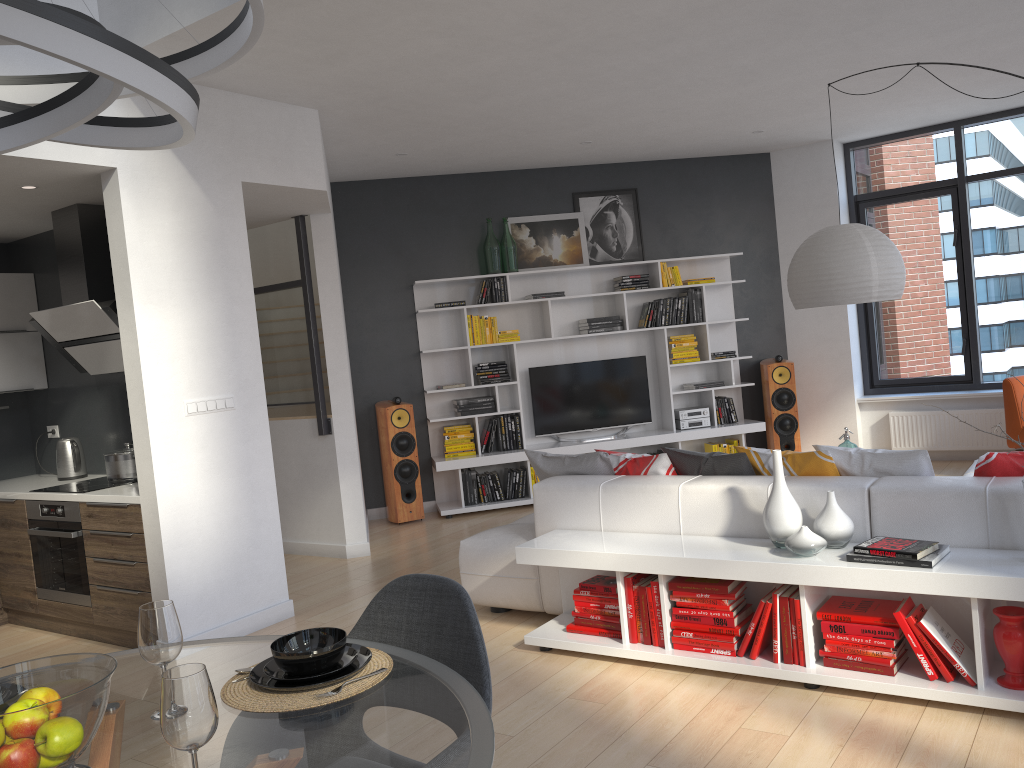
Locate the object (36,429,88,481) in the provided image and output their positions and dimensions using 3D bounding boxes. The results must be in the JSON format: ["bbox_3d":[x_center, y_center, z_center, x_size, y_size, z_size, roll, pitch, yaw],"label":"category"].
[{"bbox_3d":[-2.991,0.466,5.881,0.590,0.318,0.179,-3,4,42],"label":"object"}]

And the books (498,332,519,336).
[{"bbox_3d":[-0.037,-0.441,7.886,0.187,0.014,0.134,-6,3,-10],"label":"books"}]

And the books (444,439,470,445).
[{"bbox_3d":[-0.485,0.508,7.855,0.228,0.024,0.152,-6,3,-6],"label":"books"}]

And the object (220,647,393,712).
[{"bbox_3d":[-0.434,0.623,1.892,0.360,0.002,0.360,-6,3,-12],"label":"object"}]

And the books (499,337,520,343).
[{"bbox_3d":[-0.034,-0.389,7.888,0.190,0.033,0.147,-6,3,-10],"label":"books"}]

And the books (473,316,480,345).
[{"bbox_3d":[-0.327,-0.469,7.850,0.044,0.255,0.198,-6,3,-10],"label":"books"}]

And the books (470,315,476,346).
[{"bbox_3d":[-0.361,-0.472,7.838,0.025,0.270,0.213,-6,3,-10],"label":"books"}]

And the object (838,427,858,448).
[{"bbox_3d":[2.020,0.404,5.566,0.330,0.265,0.330,-7,3,-31],"label":"object"}]

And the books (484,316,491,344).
[{"bbox_3d":[-0.231,-0.477,7.863,0.035,0.250,0.185,-6,3,-10],"label":"books"}]

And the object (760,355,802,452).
[{"bbox_3d":[2.506,0.265,8.297,0.290,1.088,0.434,-6,3,5],"label":"object"}]

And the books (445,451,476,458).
[{"bbox_3d":[-0.459,0.616,7.855,0.270,0.029,0.204,-6,3,-5],"label":"books"}]

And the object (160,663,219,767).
[{"bbox_3d":[-0.486,0.543,1.348,0.083,0.220,0.083,-6,3,-4],"label":"object"}]

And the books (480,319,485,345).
[{"bbox_3d":[-0.274,-0.459,7.840,0.024,0.229,0.156,-6,3,-10],"label":"books"}]

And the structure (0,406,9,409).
[{"bbox_3d":[-4.370,0.304,4.956,0.050,0.045,3.000,-4,3,35],"label":"structure"}]

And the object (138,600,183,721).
[{"bbox_3d":[-0.693,0.545,1.759,0.083,0.220,0.083,-5,3,7],"label":"object"}]

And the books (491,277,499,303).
[{"bbox_3d":[-0.151,-0.826,7.862,0.025,0.232,0.176,-6,3,-10],"label":"books"}]

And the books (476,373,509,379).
[{"bbox_3d":[-0.176,-0.072,7.888,0.266,0.030,0.209,-6,3,-11],"label":"books"}]

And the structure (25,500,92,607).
[{"bbox_3d":[-2.461,0.940,5.300,0.587,0.588,0.584,-4,3,35],"label":"structure"}]

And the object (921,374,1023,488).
[{"bbox_3d":[1.795,0.250,2.990,0.607,0.744,0.406,-6,3,-15],"label":"object"}]

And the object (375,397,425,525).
[{"bbox_3d":[-0.995,0.647,7.704,0.290,1.088,0.434,-7,3,-25],"label":"object"}]

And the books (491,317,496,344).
[{"bbox_3d":[-0.177,-0.474,7.871,0.024,0.234,0.172,-6,3,-10],"label":"books"}]

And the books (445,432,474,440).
[{"bbox_3d":[-0.470,0.458,7.873,0.250,0.035,0.185,-6,3,-7],"label":"books"}]

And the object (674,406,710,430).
[{"bbox_3d":[1.644,0.314,8.190,0.285,0.174,0.270,-6,3,-10],"label":"object"}]

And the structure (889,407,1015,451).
[{"bbox_3d":[4.095,0.445,7.743,1.474,0.460,0.110,-4,3,35],"label":"structure"}]

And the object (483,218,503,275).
[{"bbox_3d":[-0.179,-1.213,7.827,0.157,0.507,0.157,-6,3,4],"label":"object"}]

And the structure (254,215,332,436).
[{"bbox_3d":[-2.348,-0.910,8.679,4.190,4.339,2.823,-4,3,35],"label":"structure"}]

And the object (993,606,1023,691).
[{"bbox_3d":[1.750,0.917,3.089,0.125,0.258,0.125,-5,3,13],"label":"object"}]

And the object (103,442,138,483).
[{"bbox_3d":[-2.298,0.461,5.343,0.288,0.223,0.315,-6,3,-14],"label":"object"}]

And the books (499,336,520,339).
[{"bbox_3d":[-0.036,-0.412,7.891,0.196,0.011,0.148,-6,3,-10],"label":"books"}]

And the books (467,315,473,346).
[{"bbox_3d":[-0.386,-0.469,7.825,0.029,0.270,0.204,-6,3,-10],"label":"books"}]

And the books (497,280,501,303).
[{"bbox_3d":[-0.125,-0.814,7.862,0.021,0.200,0.147,-6,3,-10],"label":"books"}]

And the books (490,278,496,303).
[{"bbox_3d":[-0.174,-0.817,7.853,0.021,0.221,0.156,-6,3,-10],"label":"books"}]

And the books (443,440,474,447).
[{"bbox_3d":[-0.478,0.525,7.878,0.263,0.015,0.198,-6,3,-7],"label":"books"}]

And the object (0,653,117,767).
[{"bbox_3d":[-0.796,0.587,1.474,0.278,0.184,0.278,-3,4,44],"label":"object"}]

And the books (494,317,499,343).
[{"bbox_3d":[-0.152,-0.477,7.879,0.024,0.234,0.172,-6,3,-10],"label":"books"}]

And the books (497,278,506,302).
[{"bbox_3d":[-0.097,-0.825,7.867,0.038,0.218,0.169,-6,3,-10],"label":"books"}]

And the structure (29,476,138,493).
[{"bbox_3d":[-2.470,0.595,5.322,0.600,0.006,0.550,-4,3,35],"label":"structure"}]

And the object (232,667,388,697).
[{"bbox_3d":[-0.443,0.616,1.897,0.309,0.015,0.206,-4,3,40],"label":"object"}]

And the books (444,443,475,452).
[{"bbox_3d":[-0.469,0.555,7.866,0.255,0.044,0.198,-6,3,-10],"label":"books"}]

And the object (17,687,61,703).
[{"bbox_3d":[-0.823,0.564,1.535,0.078,0.073,0.077,-6,3,-5],"label":"object"}]

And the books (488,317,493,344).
[{"bbox_3d":[-0.202,-0.474,7.871,0.023,0.239,0.169,-6,3,-10],"label":"books"}]

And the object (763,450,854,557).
[{"bbox_3d":[1.158,0.463,3.558,0.319,0.398,0.316,-7,3,-31],"label":"object"}]

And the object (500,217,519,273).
[{"bbox_3d":[-0.036,-1.231,7.909,0.157,0.507,0.157,-6,3,4],"label":"object"}]

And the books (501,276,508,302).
[{"bbox_3d":[-0.069,-0.835,7.865,0.019,0.230,0.174,-6,3,-10],"label":"books"}]

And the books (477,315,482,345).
[{"bbox_3d":[-0.297,-0.474,7.857,0.015,0.263,0.199,-6,3,-10],"label":"books"}]

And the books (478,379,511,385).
[{"bbox_3d":[-0.161,-0.020,7.872,0.263,0.026,0.189,-6,3,-11],"label":"books"}]

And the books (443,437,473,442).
[{"bbox_3d":[-0.478,0.486,7.874,0.251,0.019,0.180,-6,3,-10],"label":"books"}]

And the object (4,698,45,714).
[{"bbox_3d":[-0.803,0.554,1.465,0.069,0.062,0.070,-6,3,-14],"label":"object"}]

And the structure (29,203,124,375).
[{"bbox_3d":[-2.533,-0.559,5.338,0.898,0.998,0.407,-4,3,35],"label":"structure"}]

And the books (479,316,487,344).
[{"bbox_3d":[-0.258,-0.474,7.861,0.019,0.251,0.180,-6,3,-10],"label":"books"}]

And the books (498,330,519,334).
[{"bbox_3d":[-0.045,-0.461,7.897,0.186,0.026,0.138,-6,3,-10],"label":"books"}]

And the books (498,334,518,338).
[{"bbox_3d":[-0.039,-0.424,7.870,0.169,0.018,0.113,-6,3,-8],"label":"books"}]

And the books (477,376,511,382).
[{"bbox_3d":[-0.163,-0.045,7.873,0.270,0.025,0.189,-6,3,-11],"label":"books"}]

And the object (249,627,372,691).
[{"bbox_3d":[-0.431,0.584,1.899,0.258,0.074,0.258,-5,3,16],"label":"object"}]

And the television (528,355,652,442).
[{"bbox_3d":[0.721,0.146,8.085,1.102,0.704,0.207,-6,3,-10],"label":"television"}]
